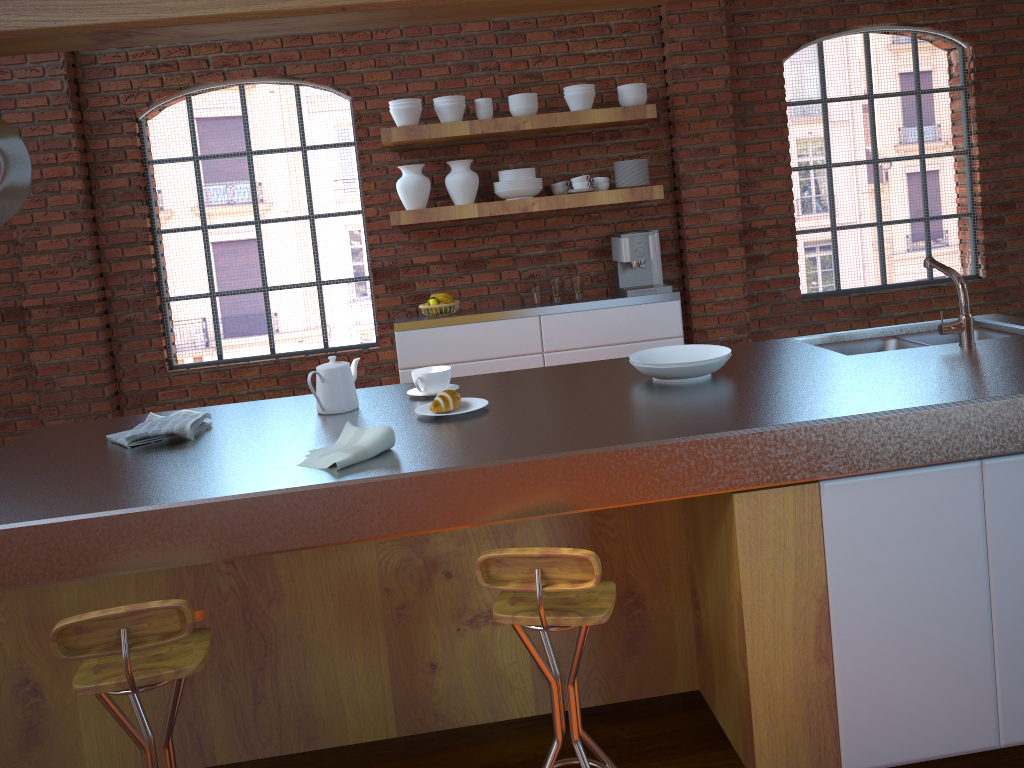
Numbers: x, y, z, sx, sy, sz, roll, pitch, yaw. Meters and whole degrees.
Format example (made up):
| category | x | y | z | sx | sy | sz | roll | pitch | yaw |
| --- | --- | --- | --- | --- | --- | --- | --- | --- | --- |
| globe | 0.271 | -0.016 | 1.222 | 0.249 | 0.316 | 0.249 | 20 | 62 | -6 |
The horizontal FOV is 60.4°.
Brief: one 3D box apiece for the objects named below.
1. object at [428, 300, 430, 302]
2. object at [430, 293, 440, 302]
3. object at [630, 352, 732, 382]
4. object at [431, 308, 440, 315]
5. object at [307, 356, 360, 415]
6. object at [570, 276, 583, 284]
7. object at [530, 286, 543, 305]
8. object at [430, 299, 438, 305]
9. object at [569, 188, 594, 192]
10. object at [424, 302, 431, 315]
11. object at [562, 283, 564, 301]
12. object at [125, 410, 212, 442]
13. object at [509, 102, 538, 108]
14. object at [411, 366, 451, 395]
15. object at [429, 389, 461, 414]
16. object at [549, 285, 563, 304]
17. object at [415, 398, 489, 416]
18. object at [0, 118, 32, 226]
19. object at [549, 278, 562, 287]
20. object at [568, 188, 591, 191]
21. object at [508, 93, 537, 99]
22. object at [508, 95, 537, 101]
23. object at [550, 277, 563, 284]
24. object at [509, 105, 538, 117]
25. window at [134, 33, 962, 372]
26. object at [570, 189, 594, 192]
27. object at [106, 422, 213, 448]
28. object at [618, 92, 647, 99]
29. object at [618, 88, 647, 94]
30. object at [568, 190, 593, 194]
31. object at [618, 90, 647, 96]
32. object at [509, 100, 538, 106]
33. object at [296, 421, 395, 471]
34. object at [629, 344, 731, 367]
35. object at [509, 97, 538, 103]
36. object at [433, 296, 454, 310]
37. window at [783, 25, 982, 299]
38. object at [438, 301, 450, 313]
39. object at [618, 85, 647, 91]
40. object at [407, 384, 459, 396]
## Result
| category | x | y | z | sx | sy | sz | roll | pitch | yaw |
| --- | --- | --- | --- | --- | --- | --- | --- | --- | --- |
| object | -0.463 | -0.468 | 5.075 | 0.045 | 0.046 | 0.056 | -2 | 9 | 27 |
| object | -0.433 | -0.490 | 5.039 | 0.068 | 0.061 | 0.070 | -4 | 8 | 11 |
| object | 0.474 | -0.048 | 2.469 | 0.284 | 0.054 | 0.283 | -13 | 13 | -33 |
| object | -0.434 | -0.411 | 4.971 | 0.055 | 0.045 | 0.047 | -2 | 9 | 27 |
| object | -0.498 | -0.003 | 2.482 | 0.118 | 0.154 | 0.200 | -6 | 8 | 1 |
| object | 0.375 | -0.565 | 5.048 | 0.078 | 0.103 | 0.078 | -5 | 7 | 7 |
| object | 0.144 | -0.508 | 5.081 | 0.078 | 0.103 | 0.078 | -10 | 8 | -35 |
| object | -0.442 | -0.460 | 4.979 | 0.045 | 0.052 | 0.052 | -8 | 8 | -17 |
| object | 0.392 | -1.101 | 5.014 | 0.154 | 0.012 | 0.156 | 5 | 15 | 44 |
| object | -0.466 | -0.433 | 5.020 | 0.074 | 0.075 | 0.073 | -10 | 8 | -30 |
| object | 0.267 | -0.533 | 5.135 | 0.077 | 0.103 | 0.079 | -3 | 7 | 25 |
| object | -0.927 | 0.114 | 2.386 | 0.165 | 0.049 | 0.235 | -7 | 11 | -5 |
| object | 0.068 | -1.554 | 4.991 | 0.166 | 0.060 | 0.167 | -8 | 10 | -11 |
| object | -0.237 | -0.007 | 2.579 | 0.125 | 0.069 | 0.117 | -9 | 10 | -20 |
| object | -0.172 | 0.042 | 2.321 | 0.062 | 0.050 | 0.140 | -4 | 10 | 14 |
| object | 0.255 | -0.508 | 5.016 | 0.077 | 0.103 | 0.079 | -3 | 7 | 25 |
| object | -0.158 | 0.065 | 2.319 | 0.194 | 0.014 | 0.198 | -3 | 11 | 15 |
| object | -1.171 | -0.539 | 1.847 | 0.265 | 0.440 | 0.070 | -6 | 4 | -1 |
| object | 0.251 | -0.546 | 5.013 | 0.077 | 0.103 | 0.079 | -3 | 7 | 25 |
| object | 0.391 | -1.105 | 5.014 | 0.154 | 0.012 | 0.156 | 5 | 15 | 44 |
| object | 0.063 | -1.605 | 4.988 | 0.166 | 0.060 | 0.167 | -8 | 10 | -11 |
| object | 0.064 | -1.592 | 4.989 | 0.166 | 0.060 | 0.167 | -8 | 10 | -11 |
| object | 0.263 | -0.571 | 5.133 | 0.077 | 0.103 | 0.079 | -3 | 7 | 25 |
| object | 0.070 | -1.538 | 4.992 | 0.166 | 0.060 | 0.167 | -8 | 10 | -11 |
| window | 1.579 | -1.551 | 7.746 | 17.492 | 9.827 | 3.653 | -8 | 5 | -15 |
| object | 0.392 | -1.096 | 5.014 | 0.154 | 0.012 | 0.156 | 5 | 15 | 44 |
| object | -0.960 | 0.131 | 2.396 | 0.234 | 0.026 | 0.165 | -15 | 14 | -40 |
| object | 0.693 | -1.626 | 5.040 | 0.165 | 0.060 | 0.168 | 1 | 12 | 33 |
| object | 0.691 | -1.652 | 5.038 | 0.165 | 0.060 | 0.168 | 1 | 12 | 33 |
| object | 0.393 | -1.092 | 5.015 | 0.154 | 0.012 | 0.156 | 5 | 15 | 44 |
| object | 0.692 | -1.639 | 5.039 | 0.165 | 0.060 | 0.168 | 1 | 12 | 33 |
| object | 0.067 | -1.567 | 4.990 | 0.166 | 0.060 | 0.167 | -8 | 10 | -11 |
| object | -0.385 | 0.132 | 1.969 | 0.198 | 0.061 | 0.204 | -15 | 14 | -42 |
| object | 0.473 | -0.059 | 2.468 | 0.284 | 0.054 | 0.283 | -13 | 13 | -33 |
| object | 0.066 | -1.581 | 4.990 | 0.166 | 0.060 | 0.167 | -8 | 10 | -11 |
| object | -0.371 | -0.457 | 4.980 | 0.064 | 0.093 | 0.179 | -2 | 10 | 31 |
| window | 2.304 | -1.407 | 5.510 | 1.270 | 1.656 | 0.085 | -6 | 4 | -6 |
| object | -0.393 | -0.438 | 5.011 | 0.076 | 0.065 | 0.078 | -2 | 9 | 28 |
| object | 0.689 | -1.664 | 5.037 | 0.165 | 0.060 | 0.168 | 1 | 12 | 33 |
| object | -0.231 | 0.022 | 2.583 | 0.153 | 0.012 | 0.156 | -1 | 12 | 22 |
